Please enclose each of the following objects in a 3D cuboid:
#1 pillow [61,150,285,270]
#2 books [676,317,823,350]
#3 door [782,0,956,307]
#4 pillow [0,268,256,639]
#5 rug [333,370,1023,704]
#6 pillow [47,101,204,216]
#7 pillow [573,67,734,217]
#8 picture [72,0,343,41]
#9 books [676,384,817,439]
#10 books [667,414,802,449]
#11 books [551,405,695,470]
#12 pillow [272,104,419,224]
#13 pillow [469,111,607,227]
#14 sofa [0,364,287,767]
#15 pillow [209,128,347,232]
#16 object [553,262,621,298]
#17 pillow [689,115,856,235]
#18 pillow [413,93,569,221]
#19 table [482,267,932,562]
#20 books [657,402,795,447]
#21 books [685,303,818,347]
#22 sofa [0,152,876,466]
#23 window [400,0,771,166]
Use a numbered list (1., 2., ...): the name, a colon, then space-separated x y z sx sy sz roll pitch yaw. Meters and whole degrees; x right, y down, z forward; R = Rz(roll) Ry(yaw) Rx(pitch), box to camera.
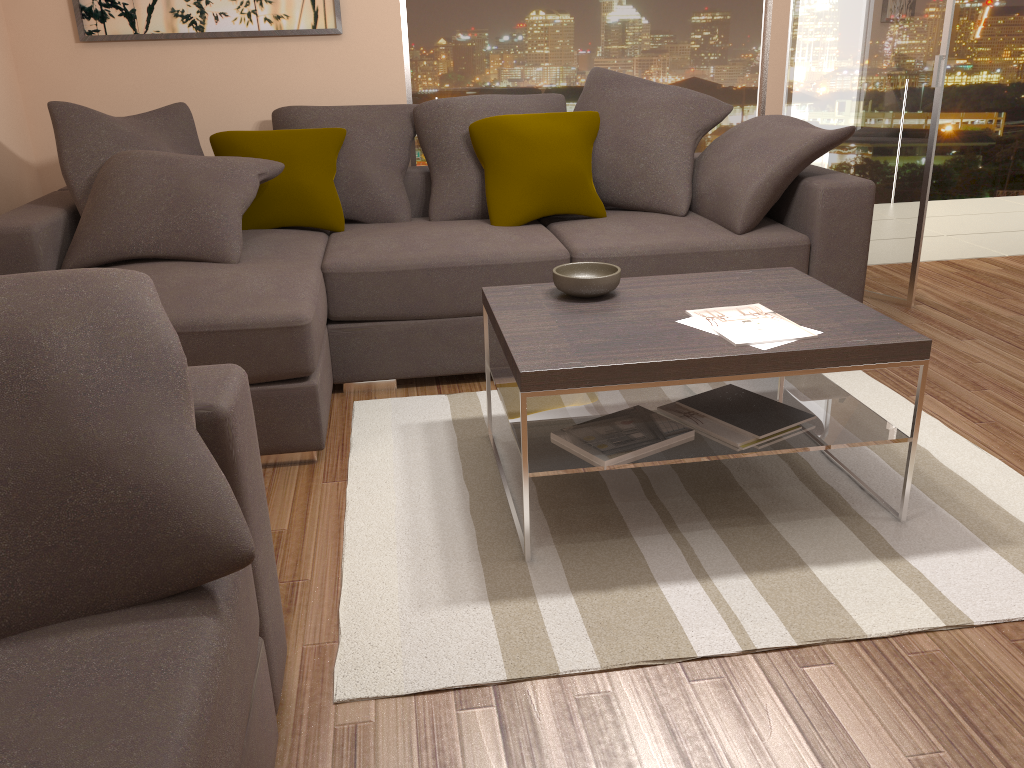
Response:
1. pillow: -1.360 -0.721 3.572 0.792 0.415 0.645 -3 21 -2
2. books: 0.667 -0.158 2.511 0.241 0.008 0.332 -15 25 -31
3. door: 1.749 -1.658 4.511 0.060 2.419 0.967 -15 24 -30
4. pillow: -0.830 0.104 1.332 0.749 0.470 0.560 -17 25 -34
5. rug: 0.532 0.298 2.880 2.122 0.024 1.791 -5 21 -7
6. pillow: -1.612 -0.943 3.863 0.483 0.578 0.806 13 26 34
7. pillow: 0.585 -1.171 4.221 0.811 0.635 0.399 15 27 37
8. picture: -1.491 -2.109 4.252 1.260 0.835 0.032 -5 21 -7
9. books: 0.695 0.076 2.652 0.241 0.008 0.332 -15 25 -31
10. books: 0.644 0.108 2.626 0.241 0.013 0.332 -15 24 -30
11. books: 0.316 0.146 2.537 0.332 0.026 0.241 -15 25 -31
12. pillow: -0.822 -1.065 4.355 0.787 0.576 0.431 1 21 7
13. pillow: 0.156 -0.995 4.118 0.658 0.492 0.382 -9 22 -17
14. sofa: -0.557 0.954 0.225 1.906 0.776 3.565 -5 21 -7
15. pillow: -1.078 -0.926 4.121 0.631 0.486 0.335 -4 21 -5
16. object: 0.242 -0.331 2.871 0.219 0.081 0.219 -3 21 -2
17. pillow: 1.098 -0.959 4.024 0.560 0.470 0.749 -6 21 -11
18. pillow: -0.063 -1.099 4.328 0.783 0.590 0.459 -7 21 -12
19. table: 0.516 0.037 2.783 1.110 0.558 0.856 -5 21 -7
20. books: 0.633 0.095 2.630 0.241 0.008 0.332 -15 24 -30
21. books: 0.673 -0.171 2.525 0.241 0.010 0.332 -6 21 -12
22. sofa: -0.275 -0.443 3.851 3.565 0.776 1.906 -5 21 -7
23. window: 0.418 -1.713 4.764 1.983 2.419 0.020 -5 21 -7
